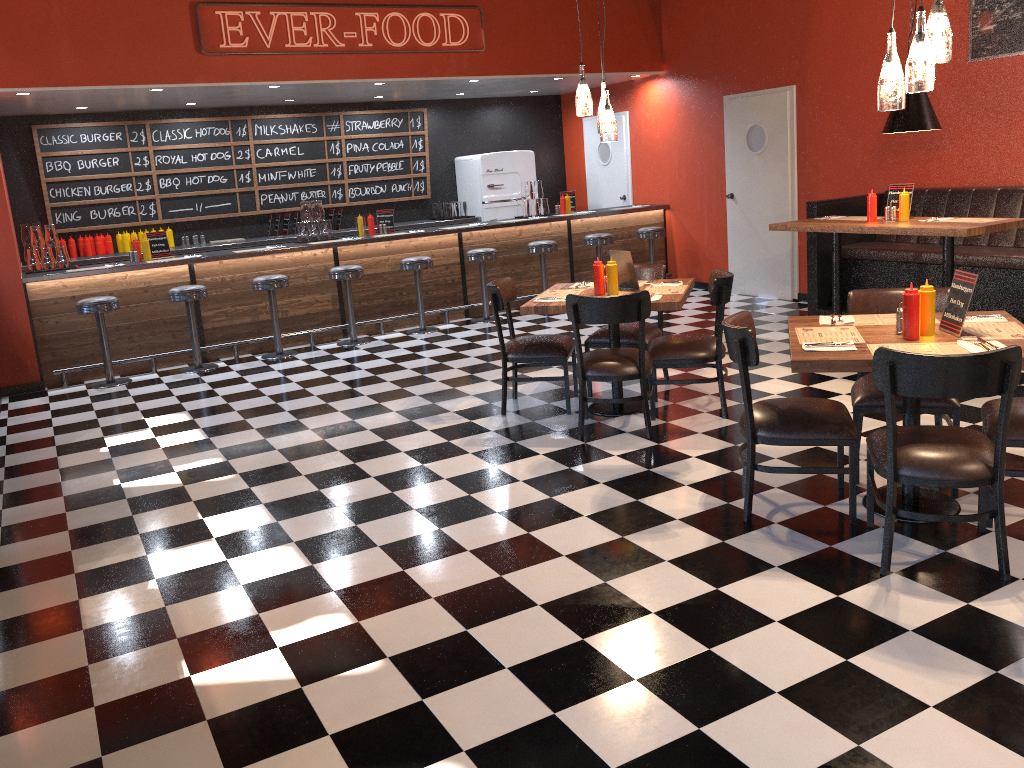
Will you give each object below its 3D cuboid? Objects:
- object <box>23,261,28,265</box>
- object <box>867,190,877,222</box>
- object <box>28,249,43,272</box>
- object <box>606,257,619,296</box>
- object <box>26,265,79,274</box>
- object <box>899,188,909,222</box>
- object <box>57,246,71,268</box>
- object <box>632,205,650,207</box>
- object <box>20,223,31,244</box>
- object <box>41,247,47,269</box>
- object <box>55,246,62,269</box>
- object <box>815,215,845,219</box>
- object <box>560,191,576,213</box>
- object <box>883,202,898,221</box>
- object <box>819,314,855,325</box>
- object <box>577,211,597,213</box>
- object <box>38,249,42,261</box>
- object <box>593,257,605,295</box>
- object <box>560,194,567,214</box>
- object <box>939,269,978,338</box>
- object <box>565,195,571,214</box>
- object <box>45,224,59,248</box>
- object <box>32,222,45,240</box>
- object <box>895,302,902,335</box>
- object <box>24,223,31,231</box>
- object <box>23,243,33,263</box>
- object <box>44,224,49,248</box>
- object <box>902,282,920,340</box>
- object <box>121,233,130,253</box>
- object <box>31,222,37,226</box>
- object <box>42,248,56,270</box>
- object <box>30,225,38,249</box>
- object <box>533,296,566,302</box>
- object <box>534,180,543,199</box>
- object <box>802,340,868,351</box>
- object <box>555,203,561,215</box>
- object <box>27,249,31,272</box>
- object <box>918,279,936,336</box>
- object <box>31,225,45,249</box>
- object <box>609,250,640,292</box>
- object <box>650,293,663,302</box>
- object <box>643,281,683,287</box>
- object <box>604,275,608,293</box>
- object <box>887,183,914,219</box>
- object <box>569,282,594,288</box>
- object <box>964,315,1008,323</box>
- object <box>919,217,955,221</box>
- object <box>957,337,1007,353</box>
[{"bbox_3d":[-5.063,-1.307,9.463,0.274,0.018,0.439,-12,15,-27],"label":"object"},{"bbox_3d":[2.637,-1.306,6.489,0.068,0.236,0.068,4,14,36],"label":"object"},{"bbox_3d":[-4.336,-1.120,8.058,0.106,0.207,0.106,-15,16,-42],"label":"object"},{"bbox_3d":[0.623,-0.671,5.501,0.068,0.236,0.068,-7,12,-13],"label":"object"},{"bbox_3d":[-4.243,-1.057,8.178,0.438,0.018,0.274,-12,15,-27],"label":"object"},{"bbox_3d":[2.811,-1.286,6.350,0.068,0.236,0.068,4,14,36],"label":"object"},{"bbox_3d":[-4.125,-1.159,8.150,0.106,0.207,0.106,-15,16,-42],"label":"object"},{"bbox_3d":[1.583,-2.202,10.940,0.158,0.019,0.257,-9,14,-17],"label":"object"},{"bbox_3d":[-5.119,-1.585,9.337,0.106,0.207,0.106,-15,16,-42],"label":"object"},{"bbox_3d":[-4.295,-1.156,8.191,0.106,0.207,0.106,-15,16,-42],"label":"object"},{"bbox_3d":[-4.191,-1.177,8.246,0.106,0.207,0.106,-15,16,-42],"label":"object"},{"bbox_3d":[2.534,-1.335,7.097,0.256,0.019,0.158,-13,16,-30],"label":"object"},{"bbox_3d":[0.682,-2.210,10.767,0.188,0.255,0.073,-3,12,7],"label":"object"},{"bbox_3d":[2.762,-1.257,6.463,0.047,0.135,0.094,-13,15,-36],"label":"object"},{"bbox_3d":[1.525,-0.301,4.158,0.157,0.019,0.257,0,15,19],"label":"object"},{"bbox_3d":[0.874,-2.054,10.567,0.158,0.019,0.256,-13,16,-32],"label":"object"},{"bbox_3d":[-4.981,-1.394,9.384,0.106,0.207,0.106,-15,16,-42],"label":"object"},{"bbox_3d":[0.544,-0.677,5.551,0.068,0.236,0.068,-2,12,15],"label":"object"},{"bbox_3d":[0.612,-2.143,10.558,0.068,0.236,0.068,-4,12,3],"label":"object"},{"bbox_3d":[1.863,-0.339,3.701,0.072,0.255,0.190,-4,12,2],"label":"object"},{"bbox_3d":[0.668,-2.165,10.630,0.068,0.236,0.068,2,13,31],"label":"object"},{"bbox_3d":[-4.199,-1.351,8.085,0.106,0.207,0.106,-15,16,-42],"label":"object"},{"bbox_3d":[-5.024,-1.606,9.393,0.106,0.207,0.106,-15,16,-42],"label":"object"},{"bbox_3d":[1.668,-0.283,3.795,0.047,0.135,0.094,0,13,22],"label":"object"},{"bbox_3d":[-5.166,-1.607,9.444,0.106,0.207,0.106,-15,16,-42],"label":"object"},{"bbox_3d":[-5.078,-1.370,9.321,0.106,0.207,0.106,-15,16,-42],"label":"object"},{"bbox_3d":[-4.258,-1.369,8.179,0.106,0.207,0.106,-15,16,-42],"label":"object"},{"bbox_3d":[1.654,-0.305,3.671,0.068,0.236,0.068,-9,13,-22],"label":"object"},{"bbox_3d":[-4.340,-1.597,9.947,0.068,0.236,0.068,5,15,38],"label":"object"},{"bbox_3d":[-5.088,-1.625,9.490,0.106,0.207,0.106,-15,16,-42],"label":"object"},{"bbox_3d":[-4.236,-1.138,8.100,0.106,0.207,0.106,-15,16,-42],"label":"object"},{"bbox_3d":[-4.355,-1.346,8.118,0.106,0.207,0.106,-15,16,-42],"label":"object"},{"bbox_3d":[0.266,-0.530,5.502,0.255,0.019,0.159,1,15,21],"label":"object"},{"bbox_3d":[0.313,-2.295,10.459,0.105,0.207,0.106,-1,12,17],"label":"object"},{"bbox_3d":[1.328,-0.161,3.650,0.255,0.019,0.159,-1,14,16],"label":"object"},{"bbox_3d":[0.556,-2.107,10.644,0.094,0.135,0.047,-12,14,-32],"label":"object"},{"bbox_3d":[-4.401,-1.137,8.149,0.106,0.207,0.106,-15,16,-42],"label":"object"},{"bbox_3d":[1.737,-0.321,3.712,0.068,0.236,0.068,-9,13,-22],"label":"object"},{"bbox_3d":[-4.308,-1.331,8.041,0.106,0.207,0.106,-15,16,-42],"label":"object"},{"bbox_3d":[0.716,-0.725,5.650,0.073,0.255,0.189,-13,15,-37],"label":"object"},{"bbox_3d":[0.810,-0.518,5.275,0.157,0.019,0.257,0,14,17],"label":"object"},{"bbox_3d":[0.985,-0.656,5.780,0.255,0.019,0.159,-2,14,11],"label":"object"},{"bbox_3d":[0.619,-0.648,5.625,0.047,0.135,0.094,-13,15,-37],"label":"object"},{"bbox_3d":[2.863,-1.348,6.546,0.072,0.255,0.189,-13,15,-35],"label":"object"},{"bbox_3d":[0.480,-0.675,6.020,0.157,0.019,0.257,0,15,19],"label":"object"},{"bbox_3d":[2.061,-0.294,3.954,0.255,0.019,0.159,0,14,18],"label":"object"},{"bbox_3d":[2.989,-1.166,6.262,0.256,0.019,0.158,-13,16,-30],"label":"object"},{"bbox_3d":[1.839,-0.154,3.455,0.157,0.019,0.257,-2,14,10],"label":"object"}]
